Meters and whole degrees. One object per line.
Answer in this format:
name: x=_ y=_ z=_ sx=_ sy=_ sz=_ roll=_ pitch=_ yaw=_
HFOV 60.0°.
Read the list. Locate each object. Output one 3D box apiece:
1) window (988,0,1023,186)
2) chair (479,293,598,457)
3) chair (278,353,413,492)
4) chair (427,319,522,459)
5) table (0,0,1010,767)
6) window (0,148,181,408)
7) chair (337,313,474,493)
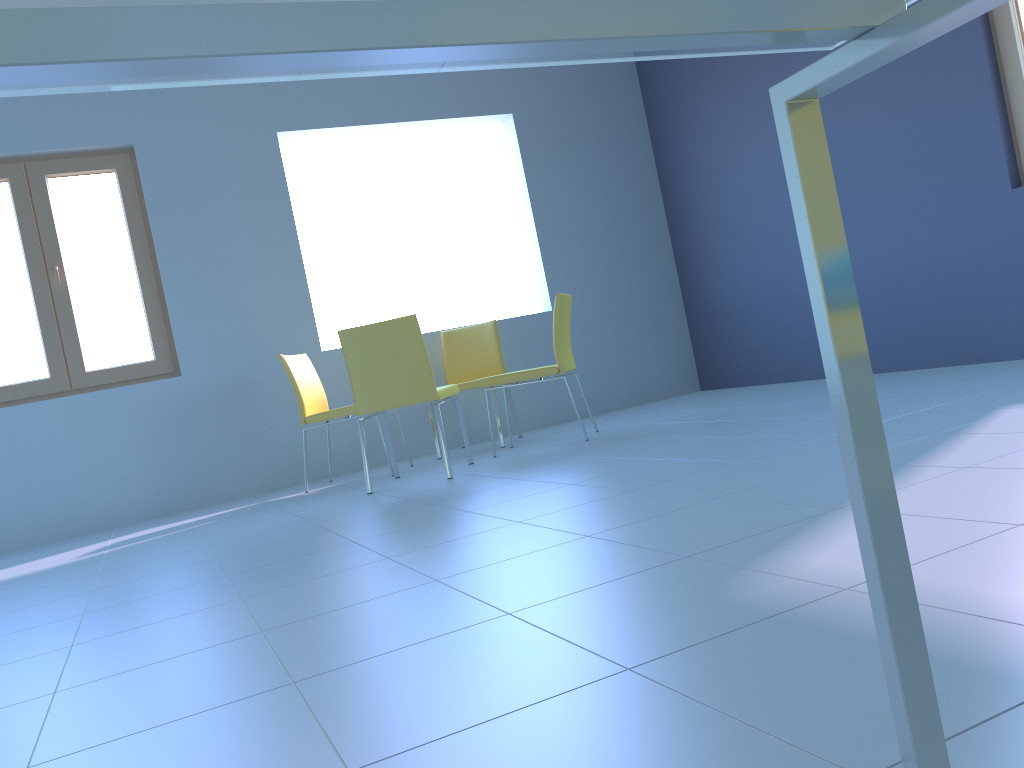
window: x=2.292 y=-1.488 z=3.028 sx=0.142 sy=1.263 sz=1.475 roll=-12 pitch=1 yaw=-23
chair: x=0.116 y=-0.050 z=4.341 sx=0.484 sy=0.699 sz=0.387 roll=-11 pitch=1 yaw=13
chair: x=-0.851 y=0.142 z=4.521 sx=0.484 sy=0.695 sz=0.387 roll=-11 pitch=1 yaw=8
chair: x=-0.235 y=0.011 z=4.958 sx=0.387 sy=0.695 sz=0.484 roll=-11 pitch=1 yaw=13
table: x=0.194 y=0.054 z=0.003 sx=0.730 sy=0.590 sz=1.173 roll=-12 pitch=1 yaw=-23
window: x=-2.584 y=-0.517 z=4.515 sx=1.475 sy=1.263 sz=0.142 roll=-12 pitch=1 yaw=-23
chair: x=-0.466 y=0.073 z=3.903 sx=0.387 sy=0.695 sz=0.484 roll=-11 pitch=1 yaw=8
